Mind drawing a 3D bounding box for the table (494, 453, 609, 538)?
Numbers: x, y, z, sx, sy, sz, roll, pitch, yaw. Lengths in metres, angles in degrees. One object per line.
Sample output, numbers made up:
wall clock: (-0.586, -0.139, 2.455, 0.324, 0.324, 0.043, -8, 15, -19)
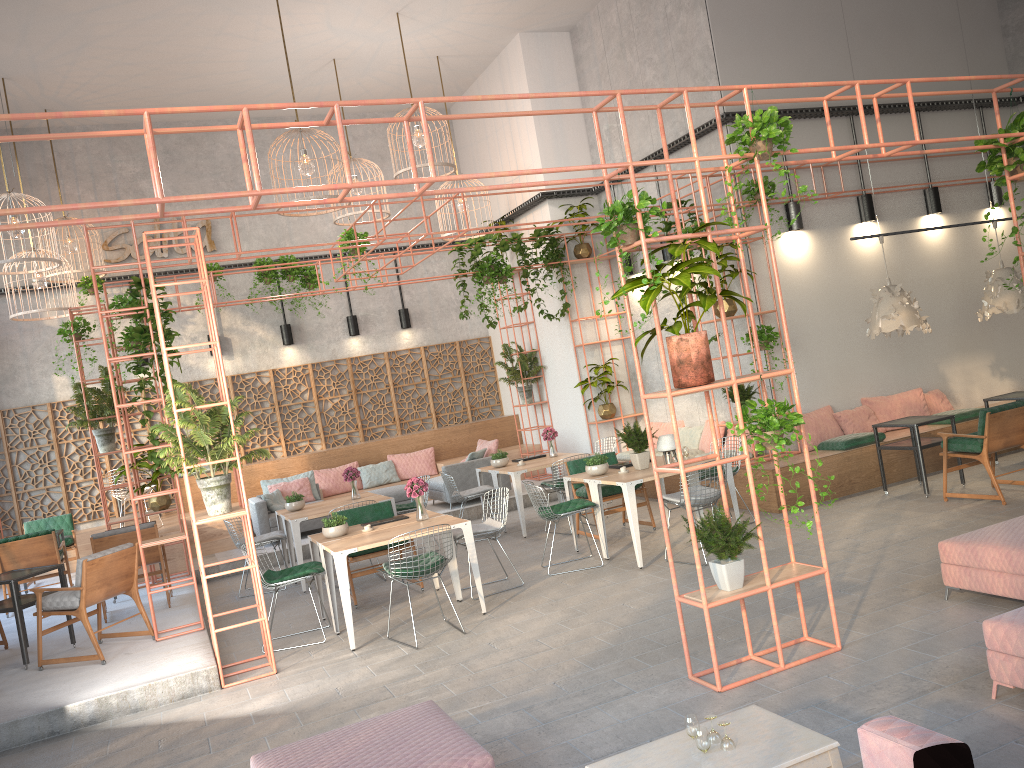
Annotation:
table: (0.506, 1.425, 11.525, 1.214, 0.830, 0.694, -10, 0, -22)

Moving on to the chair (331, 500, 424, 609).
chair: (-1.421, 1.733, 9.196, 0.722, 0.917, 0.685, -10, 0, -22)

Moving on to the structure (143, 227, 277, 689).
structure: (-2.475, 0.579, 7.235, 0.424, 3.602, 0.624, -10, 0, -22)

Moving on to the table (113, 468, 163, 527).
table: (-5.870, 1.772, 13.928, 0.602, 0.798, 0.635, -10, 0, -22)

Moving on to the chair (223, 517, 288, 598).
chair: (-3.014, 1.991, 10.600, 0.717, 0.941, 0.565, -10, 0, -6)

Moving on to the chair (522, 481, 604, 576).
chair: (0.537, 1.394, 9.022, 0.717, 0.941, 0.565, -10, 0, -6)

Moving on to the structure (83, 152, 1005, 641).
structure: (2.015, -0.820, 12.288, 14.096, 4.345, 4.501, -10, 1, -23)

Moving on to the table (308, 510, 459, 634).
table: (-1.232, 1.760, 8.486, 1.205, 0.830, 0.694, -10, 0, -22)

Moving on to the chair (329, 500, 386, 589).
chair: (-1.790, 1.786, 10.031, 0.565, 0.941, 0.717, -10, 1, -26)

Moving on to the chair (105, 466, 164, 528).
chair: (-5.290, 1.610, 12.423, 0.565, 0.941, 0.717, -10, 0, -14)

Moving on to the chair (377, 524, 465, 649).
chair: (-0.772, 1.632, 7.384, 0.565, 0.941, 0.717, -10, 1, -26)

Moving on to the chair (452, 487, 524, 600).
chair: (-0.305, 1.542, 8.663, 0.717, 0.941, 0.565, -10, 0, -21)

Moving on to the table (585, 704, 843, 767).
table: (0.797, 1.650, 3.421, 0.916, 0.455, 0.520, -10, 0, -22)

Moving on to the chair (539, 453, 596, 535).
chair: (0.704, 1.349, 11.066, 0.565, 0.941, 0.717, -10, 1, -26)

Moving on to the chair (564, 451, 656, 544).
chair: (1.111, 1.290, 10.265, 0.722, 0.917, 0.685, -10, 0, -22)

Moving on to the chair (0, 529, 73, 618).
chair: (-5.913, 2.295, 10.970, 0.722, 0.929, 0.685, -10, 0, -22)

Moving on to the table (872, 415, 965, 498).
table: (4.478, 0.791, 9.780, 0.602, 0.798, 0.635, -10, 0, -22)

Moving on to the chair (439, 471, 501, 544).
chair: (-0.520, 1.554, 11.635, 0.717, 0.941, 0.565, -10, 0, -6)

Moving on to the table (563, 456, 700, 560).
table: (1.298, 1.305, 9.555, 1.205, 0.830, 0.694, -10, 0, -22)

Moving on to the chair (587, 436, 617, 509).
chair: (1.170, 1.259, 12.345, 0.717, 0.941, 0.565, -10, 0, -21)

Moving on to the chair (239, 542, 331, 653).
chair: (-1.995, 1.838, 7.953, 0.717, 0.941, 0.565, -10, 0, -6)

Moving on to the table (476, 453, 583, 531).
table: (0.241, 1.465, 12.168, 1.205, 0.830, 0.694, -10, 0, -22)

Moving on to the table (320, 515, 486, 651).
table: (-0.968, 1.720, 7.842, 1.214, 0.830, 0.694, -10, 0, -22)

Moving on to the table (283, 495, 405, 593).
table: (-1.989, 1.861, 10.492, 1.214, 0.830, 0.694, -10, 0, -22)

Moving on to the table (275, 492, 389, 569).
table: (-2.253, 1.901, 11.133, 1.205, 0.830, 0.694, -10, 0, -22)

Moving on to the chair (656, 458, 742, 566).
chair: (1.760, 1.189, 8.453, 0.565, 0.941, 0.717, -10, 1, -26)

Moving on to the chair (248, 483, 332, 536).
chair: (-3.310, 1.909, 13.338, 1.127, 0.586, 1.056, -10, 0, -22)

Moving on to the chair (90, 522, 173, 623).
chair: (-4.141, 2.002, 9.654, 0.722, 0.929, 0.685, -10, 0, -22)

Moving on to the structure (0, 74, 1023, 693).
structure: (3.483, -0.444, 4.703, 14.689, 4.247, 4.157, -10, 0, -22)

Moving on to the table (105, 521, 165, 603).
table: (-4.533, 2.125, 10.675, 0.602, 0.798, 0.635, -10, 0, -22)

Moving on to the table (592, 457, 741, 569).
table: (1.562, 1.264, 8.912, 1.214, 0.830, 0.694, -10, 0, -22)

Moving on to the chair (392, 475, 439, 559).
chair: (-1.323, 1.695, 11.310, 0.717, 0.941, 0.565, -10, 0, -21)

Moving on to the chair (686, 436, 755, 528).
chair: (2.227, 1.098, 9.732, 0.717, 0.941, 0.565, -10, 0, -21)

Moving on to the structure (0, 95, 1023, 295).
structure: (0.772, -2.924, 9.441, 15.203, 0.110, 15.603, -10, 0, -22)

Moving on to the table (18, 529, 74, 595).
table: (-6.231, 2.408, 11.768, 0.602, 0.798, 0.635, -10, 0, -22)

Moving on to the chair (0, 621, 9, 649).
chair: (-5.492, 2.249, 8.553, 0.685, 0.917, 0.722, -10, 0, 18)

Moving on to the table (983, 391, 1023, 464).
table: (6.078, 0.511, 10.444, 0.602, 0.798, 0.635, -10, 0, -22)

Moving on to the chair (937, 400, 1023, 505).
chair: (4.807, 0.673, 8.914, 0.722, 0.929, 0.685, -10, 0, -22)

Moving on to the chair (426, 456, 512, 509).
chair: (-0.709, 1.502, 13.975, 1.052, 0.672, 1.127, -10, 0, -22)

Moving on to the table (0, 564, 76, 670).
table: (-4.521, 2.144, 8.134, 0.635, 0.798, 0.602, -10, 0, 18)

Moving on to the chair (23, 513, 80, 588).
chair: (-6.648, 2.407, 12.786, 0.722, 0.929, 0.685, -10, 0, -22)

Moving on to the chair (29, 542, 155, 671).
chair: (-3.730, 1.953, 7.880, 0.685, 0.914, 0.722, -10, 0, 18)
